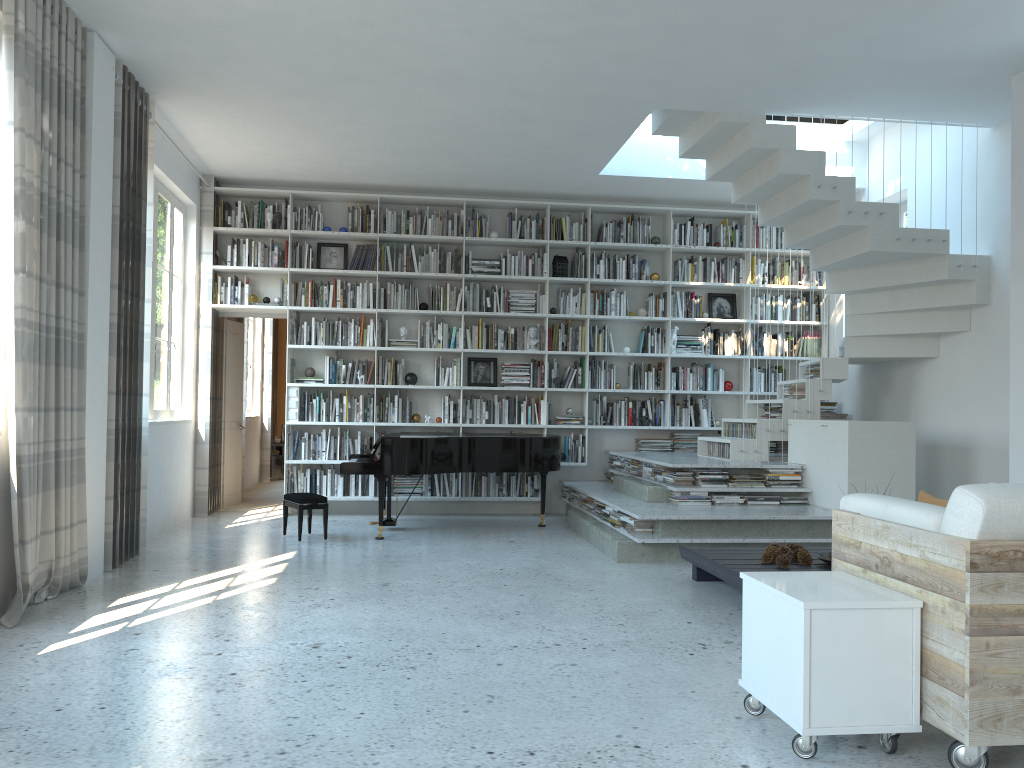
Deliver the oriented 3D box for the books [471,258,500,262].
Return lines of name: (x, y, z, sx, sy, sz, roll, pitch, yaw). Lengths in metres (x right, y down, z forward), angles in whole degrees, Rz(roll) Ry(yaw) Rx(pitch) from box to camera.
books: (-0.268, -1.237, 8.947, 0.285, 0.024, 0.159, 1, -2, -7)

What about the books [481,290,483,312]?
books: (-0.310, -0.818, 8.927, 0.014, 0.233, 0.147, 1, -1, -7)

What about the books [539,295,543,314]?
books: (0.283, -0.790, 9.003, 0.029, 0.198, 0.172, 1, -1, -7)

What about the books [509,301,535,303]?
books: (0.094, -0.822, 8.983, 0.254, 0.012, 0.161, 1, -2, -6)

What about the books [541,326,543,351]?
books: (0.292, -0.452, 9.005, 0.014, 0.261, 0.137, 1, -1, -7)

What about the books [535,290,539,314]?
books: (0.252, -0.818, 8.986, 0.012, 0.254, 0.161, 1, -1, -7)

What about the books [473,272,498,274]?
books: (-0.270, -1.110, 8.933, 0.254, 0.012, 0.161, 1, -2, -2)

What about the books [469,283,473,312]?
books: (-0.417, -0.853, 8.909, 0.026, 0.297, 0.179, 1, -1, -7)

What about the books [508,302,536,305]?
books: (0.094, -0.810, 8.983, 0.285, 0.012, 0.159, 1, -2, -6)

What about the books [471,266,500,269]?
books: (-0.267, -1.164, 8.933, 0.285, 0.024, 0.159, 1, -2, -2)

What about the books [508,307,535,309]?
books: (0.094, -0.761, 8.982, 0.254, 0.012, 0.161, 1, -2, -8)

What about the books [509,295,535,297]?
books: (0.096, -0.883, 8.975, 0.254, 0.012, 0.161, 1, -2, -2)

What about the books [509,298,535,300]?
books: (0.095, -0.846, 8.979, 0.254, 0.012, 0.161, 1, -2, -10)

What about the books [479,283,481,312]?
books: (-0.332, -0.852, 8.922, 0.011, 0.300, 0.179, 1, -1, -7)

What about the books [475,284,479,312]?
books: (-0.353, -0.850, 8.927, 0.029, 0.295, 0.151, 1, -1, -7)

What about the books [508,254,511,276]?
books: (-0.037, -1.182, 8.961, 0.021, 0.237, 0.171, 1, -1, -7)

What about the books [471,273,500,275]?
books: (-0.271, -1.098, 8.937, 0.285, 0.012, 0.159, 1, -2, -4)

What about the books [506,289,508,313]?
books: (-0.058, -0.821, 8.939, 0.013, 0.247, 0.176, 1, -1, -7)

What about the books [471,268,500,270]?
books: (-0.270, -1.146, 8.940, 0.285, 0.012, 0.159, 1, -2, -9)

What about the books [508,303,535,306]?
books: (0.095, -0.798, 8.980, 0.254, 0.012, 0.161, 1, -2, -9)

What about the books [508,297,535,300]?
books: (0.095, -0.858, 8.981, 0.254, 0.012, 0.161, 1, -2, -5)

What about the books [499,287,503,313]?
books: (-0.114, -0.833, 8.938, 0.021, 0.269, 0.191, 1, -1, -7)

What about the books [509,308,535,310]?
books: (0.093, -0.749, 8.984, 0.254, 0.012, 0.161, 1, -2, -7)

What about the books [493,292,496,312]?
books: (-0.178, -0.808, 8.941, 0.024, 0.216, 0.148, 1, -1, -7)

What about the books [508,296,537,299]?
books: (0.095, -0.870, 8.984, 0.285, 0.012, 0.159, 1, -2, -8)

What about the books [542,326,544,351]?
books: (0.309, -0.454, 9.014, 0.023, 0.264, 0.107, 1, -1, -7)

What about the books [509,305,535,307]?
books: (0.094, -0.786, 8.980, 0.254, 0.012, 0.161, 1, -2, -5)

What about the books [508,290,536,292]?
books: (0.096, -0.933, 8.983, 0.285, 0.012, 0.159, 1, -2, -5)

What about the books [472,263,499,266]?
books: (-0.267, -1.189, 8.937, 0.254, 0.025, 0.161, 1, -2, -11)

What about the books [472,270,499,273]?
books: (-0.270, -1.122, 8.937, 0.254, 0.012, 0.161, 1, -2, -10)

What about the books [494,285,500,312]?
books: (-0.150, -0.844, 8.948, 0.049, 0.291, 0.162, 1, -1, -7)

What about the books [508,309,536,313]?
books: (0.094, -0.737, 8.982, 0.285, 0.012, 0.159, 1, -2, -6)

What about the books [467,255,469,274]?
books: (-0.445, -1.180, 8.916, 0.013, 0.218, 0.141, 1, -1, -7)

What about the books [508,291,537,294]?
books: (0.097, -0.921, 8.975, 0.285, 0.012, 0.159, 1, -2, -12)

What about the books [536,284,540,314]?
books: (0.263, -0.850, 9.004, 0.012, 0.319, 0.140, 1, -1, -7)

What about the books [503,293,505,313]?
books: (-0.094, -0.806, 8.956, 0.024, 0.216, 0.132, 1, -1, -7)

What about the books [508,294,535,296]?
books: (0.096, -0.896, 8.982, 0.254, 0.012, 0.161, 1, -2, -5)

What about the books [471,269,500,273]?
books: (-0.270, -1.135, 8.937, 0.285, 0.012, 0.159, 1, -2, -10)

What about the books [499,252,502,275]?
books: (-0.113, -1.192, 8.952, 0.012, 0.254, 0.161, 1, -1, -7)

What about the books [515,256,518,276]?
books: (0.036, -1.172, 8.971, 0.028, 0.219, 0.183, 1, -1, -7)

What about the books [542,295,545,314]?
books: (0.312, -0.792, 9.012, 0.030, 0.205, 0.158, 1, -1, -7)

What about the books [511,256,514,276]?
books: (-0.003, -1.171, 8.963, 0.027, 0.216, 0.190, 1, -1, -7)

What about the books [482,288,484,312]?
books: (-0.296, -0.827, 8.925, 0.014, 0.250, 0.172, 1, -1, -7)

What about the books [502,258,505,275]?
books: (-0.095, -1.158, 8.949, 0.025, 0.187, 0.193, 1, -1, -7)

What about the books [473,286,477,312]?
books: (-0.378, -0.836, 8.906, 0.025, 0.266, 0.185, 1, -1, -7)

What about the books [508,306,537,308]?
books: (0.094, -0.774, 8.978, 0.285, 0.012, 0.159, 1, -2, -10)

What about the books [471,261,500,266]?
books: (-0.268, -1.213, 8.941, 0.285, 0.024, 0.159, 1, -2, -5)

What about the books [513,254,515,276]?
books: (0.015, -1.184, 8.978, 0.012, 0.244, 0.131, 1, -1, -7)

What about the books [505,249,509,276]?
books: (-0.051, -1.206, 8.944, 0.011, 0.284, 0.190, 1, -1, -7)

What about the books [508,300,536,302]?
books: (0.095, -0.834, 8.979, 0.285, 0.012, 0.159, 1, -2, -4)

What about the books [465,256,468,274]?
books: (-0.464, -1.173, 8.900, 0.027, 0.201, 0.167, 1, -1, -7)

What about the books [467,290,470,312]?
books: (-0.446, -0.818, 8.922, 0.027, 0.228, 0.147, 1, -1, -7)

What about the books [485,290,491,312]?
books: (-0.244, -0.819, 8.927, 0.066, 0.236, 0.153, 1, -1, -7)

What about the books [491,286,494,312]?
books: (-0.201, -0.842, 8.945, 0.022, 0.285, 0.130, 1, -1, -7)

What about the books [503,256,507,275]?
books: (-0.074, -1.175, 8.982, 0.024, 0.223, 0.128, 1, -1, -7)

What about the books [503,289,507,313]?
books: (-0.073, -0.820, 8.950, 0.015, 0.245, 0.183, 1, -1, -7)

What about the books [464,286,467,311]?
books: (-0.470, -0.839, 8.904, 0.026, 0.267, 0.170, 1, -1, -7)

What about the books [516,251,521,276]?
books: (0.062, -1.198, 8.994, 0.029, 0.273, 0.140, 1, -1, -7)

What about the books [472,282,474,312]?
books: (-0.400, -0.860, 8.930, 0.014, 0.313, 0.133, 1, -1, -7)

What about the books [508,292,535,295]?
books: (0.095, -0.908, 8.987, 0.254, 0.012, 0.161, 1, -2, -7)
